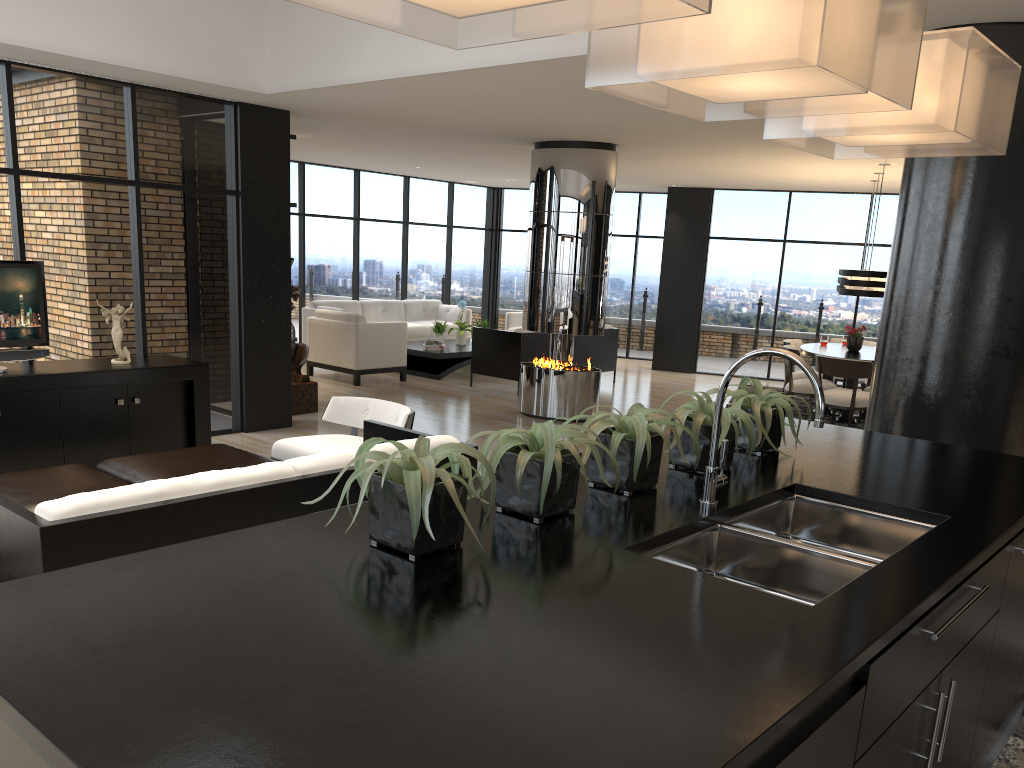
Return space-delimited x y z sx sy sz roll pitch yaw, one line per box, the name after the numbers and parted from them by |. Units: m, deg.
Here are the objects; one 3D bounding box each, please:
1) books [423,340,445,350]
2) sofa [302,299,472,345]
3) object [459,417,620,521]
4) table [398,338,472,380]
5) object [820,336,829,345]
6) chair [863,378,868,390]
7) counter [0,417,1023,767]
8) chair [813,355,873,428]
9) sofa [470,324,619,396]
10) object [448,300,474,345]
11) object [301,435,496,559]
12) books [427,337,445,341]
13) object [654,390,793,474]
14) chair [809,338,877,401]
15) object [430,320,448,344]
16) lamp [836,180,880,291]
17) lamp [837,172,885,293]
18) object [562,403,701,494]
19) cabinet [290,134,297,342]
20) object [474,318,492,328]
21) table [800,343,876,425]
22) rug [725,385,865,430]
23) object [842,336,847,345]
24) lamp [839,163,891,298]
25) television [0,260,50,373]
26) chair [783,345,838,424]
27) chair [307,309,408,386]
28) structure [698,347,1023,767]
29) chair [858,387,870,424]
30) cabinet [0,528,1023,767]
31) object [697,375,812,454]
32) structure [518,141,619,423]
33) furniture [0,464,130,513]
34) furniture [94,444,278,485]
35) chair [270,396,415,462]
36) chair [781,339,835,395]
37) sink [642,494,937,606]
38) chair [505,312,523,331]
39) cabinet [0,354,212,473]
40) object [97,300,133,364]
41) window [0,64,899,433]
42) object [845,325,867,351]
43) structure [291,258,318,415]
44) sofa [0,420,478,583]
-1.034 -0.520 11.772 0.307 0.129 0.219 1 10 -11 | books
-1.831 -0.826 13.435 0.845 0.872 2.673 13 13 40 | sofa
0.023 0.186 2.110 0.406 0.244 0.391 -1 11 -24 | object
-0.773 -0.379 12.565 1.251 0.358 2.015 11 11 40 | table
3.813 -0.531 10.781 0.094 0.108 0.094 9 13 29 | object
4.585 -0.008 10.463 0.616 0.822 0.630 4 12 4 | chair
0.477 0.335 2.213 1.167 0.032 3.089 10 11 40 | counter
3.489 0.119 9.219 0.612 0.822 0.634 -8 16 -42 | chair
0.452 -0.389 11.516 0.829 0.819 2.015 12 13 40 | sofa
-0.694 -0.870 12.500 0.354 0.644 0.364 -4 14 -29 | object
-0.189 0.234 1.790 0.397 0.221 0.399 -1 11 -24 | object
-1.013 -0.594 11.753 0.183 0.027 0.153 8 10 31 | books
0.572 0.128 2.696 0.397 0.244 0.399 -1 11 -24 | object
4.266 -0.149 11.289 0.636 0.822 0.610 12 15 38 | chair
-1.004 -0.711 12.237 0.284 0.377 0.211 4 12 4 | object
4.336 -1.799 10.783 0.534 1.355 0.526 7 13 17 | lamp
4.044 -1.691 9.954 0.534 1.355 0.526 7 13 17 | lamp
0.268 0.169 2.393 0.406 0.221 0.391 -1 11 -24 | object
-3.682 -1.374 9.947 2.633 2.796 1.175 13 16 40 | cabinet
-0.439 -0.773 12.855 0.283 0.377 0.211 7 13 18 | object
3.939 -0.002 10.308 1.204 0.784 2.075 7 10 20 | table
3.953 0.369 10.452 2.708 0.011 3.666 6 9 18 | rug
4.174 -0.547 11.020 0.095 0.108 0.093 0 12 -15 | object
3.752 -1.582 9.126 0.534 1.355 0.526 7 13 17 | lamp
-3.480 -0.434 5.636 0.930 0.725 0.402 -3 14 -30 | television
3.343 -0.005 9.992 0.615 0.822 0.631 5 12 11 | chair
-1.954 -0.496 11.186 0.991 0.873 0.847 12 14 40 | chair
0.695 0.447 2.046 0.648 1.038 2.754 13 14 40 | structure
4.291 0.085 9.738 0.638 0.822 0.608 -8 16 -42 | chair
0.449 0.865 2.340 1.167 1.058 3.089 12 13 40 | cabinet
0.861 0.101 2.983 0.406 0.244 0.391 -1 11 -24 | object
0.551 -1.014 9.069 0.886 2.797 0.578 10 15 27 | structure
-2.301 0.708 4.302 0.819 0.493 0.821 11 13 40 | furniture
-1.741 0.644 4.932 0.819 0.493 0.821 11 13 40 | furniture
-1.027 0.474 5.674 0.797 0.688 0.678 12 14 40 | chair
3.591 -0.112 10.800 0.612 0.822 0.634 9 13 28 | chair
0.681 0.459 2.117 0.456 0.163 0.915 11 12 40 | sink
0.515 -0.778 13.960 0.991 0.873 0.847 12 14 40 | chair
-3.523 0.287 5.788 0.614 0.755 3.015 13 13 40 | cabinet
-2.824 -0.373 6.343 0.104 0.468 0.254 15 17 40 | object
-0.533 -1.869 7.315 10.066 4.879 15.693 8 10 27 | window
3.954 -0.532 10.193 0.228 0.304 0.234 7 12 20 | object
-2.356 -0.532 8.765 0.723 1.626 0.512 14 17 39 | structure
-1.163 0.666 3.894 0.829 0.819 2.015 12 13 40 | sofa
